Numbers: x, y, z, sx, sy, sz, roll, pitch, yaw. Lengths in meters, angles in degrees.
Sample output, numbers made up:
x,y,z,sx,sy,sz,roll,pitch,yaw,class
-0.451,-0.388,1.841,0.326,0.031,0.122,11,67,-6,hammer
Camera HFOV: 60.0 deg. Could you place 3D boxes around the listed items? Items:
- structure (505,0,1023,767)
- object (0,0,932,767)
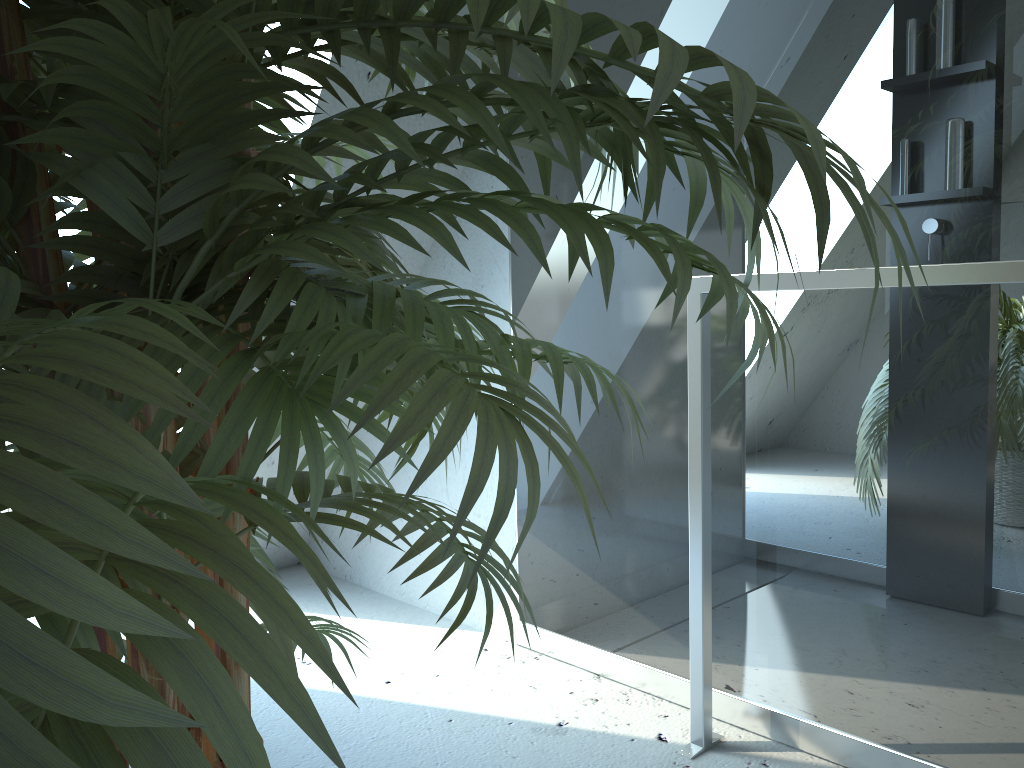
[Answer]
x,y,z,sx,sy,sz,roll,pitch,yaw,class
0.925,-0.411,1.688,1.184,2.114,1.835,-6,7,-43,structure
-0.285,-0.252,0.646,1.020,2.034,0.980,-1,5,5,object
